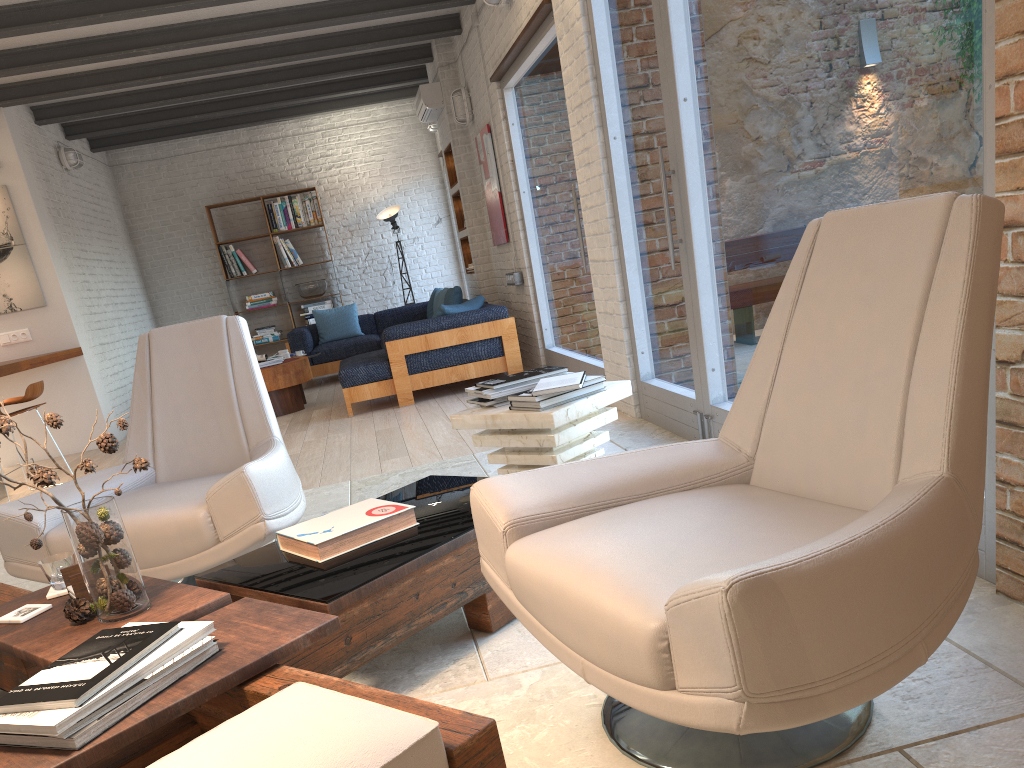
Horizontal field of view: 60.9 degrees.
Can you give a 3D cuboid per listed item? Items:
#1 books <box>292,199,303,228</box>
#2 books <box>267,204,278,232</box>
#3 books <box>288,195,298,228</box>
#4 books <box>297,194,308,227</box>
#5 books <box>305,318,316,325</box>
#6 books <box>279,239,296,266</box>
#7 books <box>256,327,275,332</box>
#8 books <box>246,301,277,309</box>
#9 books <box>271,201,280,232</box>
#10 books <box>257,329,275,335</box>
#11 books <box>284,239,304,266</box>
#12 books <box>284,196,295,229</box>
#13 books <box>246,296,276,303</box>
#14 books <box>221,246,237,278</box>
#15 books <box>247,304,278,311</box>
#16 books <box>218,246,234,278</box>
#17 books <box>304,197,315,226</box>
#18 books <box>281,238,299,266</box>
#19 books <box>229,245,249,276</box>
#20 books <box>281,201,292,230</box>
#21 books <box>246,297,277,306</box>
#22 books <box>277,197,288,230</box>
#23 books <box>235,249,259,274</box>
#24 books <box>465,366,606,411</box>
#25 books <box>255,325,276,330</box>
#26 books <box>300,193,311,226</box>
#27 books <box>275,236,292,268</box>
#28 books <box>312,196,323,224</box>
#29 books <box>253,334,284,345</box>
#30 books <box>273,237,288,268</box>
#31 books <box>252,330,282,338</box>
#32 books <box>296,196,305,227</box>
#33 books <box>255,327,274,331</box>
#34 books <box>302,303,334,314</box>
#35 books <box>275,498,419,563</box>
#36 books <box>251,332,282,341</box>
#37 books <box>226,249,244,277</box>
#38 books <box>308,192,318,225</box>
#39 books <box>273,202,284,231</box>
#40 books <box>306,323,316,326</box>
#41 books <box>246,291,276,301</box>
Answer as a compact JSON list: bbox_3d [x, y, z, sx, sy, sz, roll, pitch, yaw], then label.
[{"bbox_3d":[-2.626,-2.081,10.695,0.055,0.344,0.244,-13,15,-9],"label":"books"},{"bbox_3d":[-2.924,-2.023,10.685,0.055,0.344,0.244,-13,15,-9],"label":"books"},{"bbox_3d":[-2.679,-2.100,10.696,0.036,0.400,0.234,-13,15,-9],"label":"books"},{"bbox_3d":[-2.571,-2.125,10.721,0.036,0.400,0.234,-13,15,-9],"label":"books"},{"bbox_3d":[-2.431,-0.823,11.090,0.374,0.067,0.238,-14,10,-20],"label":"books"},{"bbox_3d":[-2.772,-1.625,10.815,0.124,0.364,0.261,-13,15,-8],"label":"books"},{"bbox_3d":[-3.124,-0.688,11.044,0.234,0.019,0.166,-13,9,-14],"label":"books"},{"bbox_3d":[-3.137,-0.992,10.922,0.376,0.038,0.236,-12,9,-12],"label":"books"},{"bbox_3d":[-2.888,-2.045,10.684,0.020,0.375,0.261,-13,15,-9],"label":"books"},{"bbox_3d":[-3.113,-0.662,11.046,0.205,0.035,0.128,-12,9,-7],"label":"books"},{"bbox_3d":[-2.701,-1.630,10.821,0.157,0.343,0.244,-13,15,-8],"label":"books"},{"bbox_3d":[-2.713,-2.092,10.682,0.036,0.400,0.234,-13,15,-9],"label":"books"},{"bbox_3d":[-3.142,-1.060,10.915,0.353,0.021,0.263,-12,9,-9],"label":"books"},{"bbox_3d":[-3.469,-1.503,10.738,0.091,0.401,0.234,-13,15,-8],"label":"books"},{"bbox_3d":[-3.124,-0.966,10.938,0.354,0.021,0.262,-12,9,-7],"label":"books"},{"bbox_3d":[-3.504,-1.494,10.726,0.091,0.401,0.234,-13,15,-8],"label":"books"},{"bbox_3d":[-2.482,-2.112,10.721,0.055,0.344,0.244,-13,15,-9],"label":"books"},{"bbox_3d":[-2.752,-1.631,10.827,0.124,0.364,0.261,-13,15,-8],"label":"books"},{"bbox_3d":[-3.363,-1.521,10.738,0.121,0.398,0.234,-13,15,-8],"label":"books"},{"bbox_3d":[-2.758,-2.057,10.704,0.055,0.344,0.244,-13,15,-9],"label":"books"},{"bbox_3d":[-3.131,-1.030,10.905,0.376,0.038,0.237,-13,9,-13],"label":"books"},{"bbox_3d":[-2.805,-2.074,10.677,0.036,0.400,0.234,-13,15,-9],"label":"books"},{"bbox_3d":[-3.272,-1.512,10.780,0.194,0.332,0.244,-12,14,-8],"label":"books"},{"bbox_3d":[0.109,0.018,3.217,0.382,0.083,0.556,-15,10,-24],"label":"books"},{"bbox_3d":[-3.117,-0.713,11.017,0.251,0.018,0.156,-12,9,-7],"label":"books"},{"bbox_3d":[-2.533,-2.130,10.712,0.036,0.400,0.234,-13,15,-9],"label":"books"},{"bbox_3d":[-2.824,-1.630,10.795,0.103,0.400,0.234,-13,15,-8],"label":"books"},{"bbox_3d":[-2.392,-2.134,10.752,0.055,0.344,0.244,-13,15,-9],"label":"books"},{"bbox_3d":[-3.085,-0.563,11.057,0.327,0.058,0.244,-10,9,3],"label":"books"},{"bbox_3d":[-2.865,-1.626,10.813,0.101,0.400,0.234,-13,15,-8],"label":"books"},{"bbox_3d":[-3.103,-0.634,11.032,0.376,0.019,0.237,-13,9,-14],"label":"books"},{"bbox_3d":[-2.594,-2.104,10.709,0.020,0.375,0.261,-13,15,-9],"label":"books"},{"bbox_3d":[-3.119,-0.702,11.034,0.241,0.009,0.150,-12,9,-7],"label":"books"},{"bbox_3d":[-2.461,-0.964,11.063,0.376,0.067,0.236,-13,9,-13],"label":"books"},{"bbox_3d":[-0.474,0.415,2.509,0.317,0.059,0.252,-17,11,-37],"label":"books"},{"bbox_3d":[-3.115,-0.605,11.049,0.378,0.038,0.235,-12,9,-7],"label":"books"},{"bbox_3d":[-3.419,-1.490,10.769,0.102,0.348,0.244,-13,15,-8],"label":"books"},{"bbox_3d":[-2.441,-2.149,10.723,0.036,0.400,0.234,-13,15,-9],"label":"books"},{"bbox_3d":[-2.845,-2.037,10.676,0.055,0.344,0.244,-13,15,-9],"label":"books"},{"bbox_3d":[-2.434,-0.763,11.122,0.361,0.058,0.272,-11,9,-5],"label":"books"},{"bbox_3d":[-3.140,-1.099,10.902,0.325,0.058,0.245,-11,9,-5],"label":"books"}]
